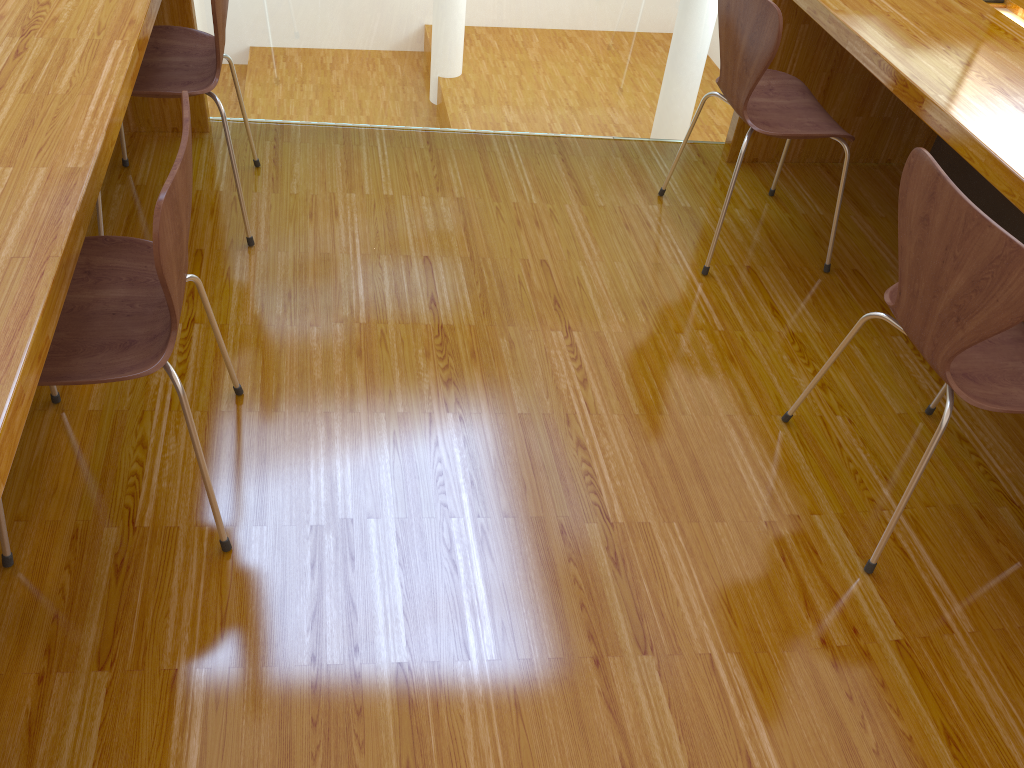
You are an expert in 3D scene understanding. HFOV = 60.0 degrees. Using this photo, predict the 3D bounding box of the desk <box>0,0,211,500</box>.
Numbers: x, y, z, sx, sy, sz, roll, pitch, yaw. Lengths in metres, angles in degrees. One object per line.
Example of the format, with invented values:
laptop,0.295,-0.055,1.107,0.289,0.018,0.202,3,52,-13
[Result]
desk,-1.286,0.176,1.400,1.285,0.918,3.236,-2,43,-11

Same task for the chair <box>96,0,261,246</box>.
chair,-0.851,-0.746,2.174,0.381,0.693,0.428,-2,43,-11

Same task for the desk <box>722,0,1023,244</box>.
desk,1.359,0.080,1.658,0.760,0.606,3.185,-2,43,-11

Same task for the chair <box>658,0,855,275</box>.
chair,0.696,-0.699,2.347,0.381,0.693,0.428,-2,43,-11

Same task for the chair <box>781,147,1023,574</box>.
chair,0.858,-0.044,1.649,0.381,0.693,0.428,-2,43,-11

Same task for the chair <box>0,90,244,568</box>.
chair,-0.689,-0.090,1.475,0.381,0.693,0.428,-2,43,-11
